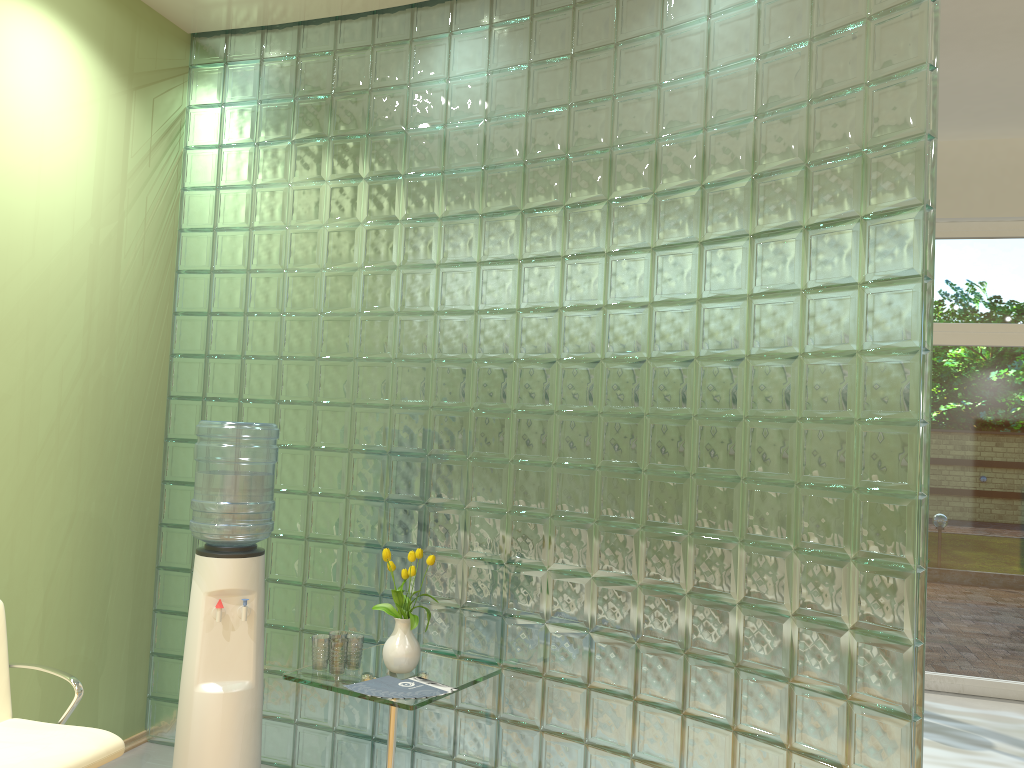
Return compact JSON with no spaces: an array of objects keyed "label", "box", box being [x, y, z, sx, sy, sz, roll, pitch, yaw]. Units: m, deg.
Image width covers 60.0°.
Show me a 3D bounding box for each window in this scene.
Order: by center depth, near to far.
[{"label":"window","box":[3.705,0.479,5.455,9.401,3.000,0.092,2,-3,16]}]

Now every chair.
[{"label":"chair","box":[-1.611,1.152,2.706,0.650,0.881,0.536,2,-3,21]}]

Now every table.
[{"label":"table","box":[-0.446,1.369,3.269,0.581,0.614,0.581,1,-3,30]}]

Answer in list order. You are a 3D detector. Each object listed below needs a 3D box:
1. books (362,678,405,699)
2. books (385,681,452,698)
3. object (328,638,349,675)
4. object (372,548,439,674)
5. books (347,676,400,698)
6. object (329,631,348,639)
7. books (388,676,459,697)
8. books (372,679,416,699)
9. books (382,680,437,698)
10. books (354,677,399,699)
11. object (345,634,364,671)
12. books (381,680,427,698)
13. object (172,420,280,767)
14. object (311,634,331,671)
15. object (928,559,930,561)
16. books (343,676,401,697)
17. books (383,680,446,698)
[{"label":"books","box":[-0.411,1.051,3.068,0.150,0.004,0.210,2,-3,11]},{"label":"books","box":[-0.326,1.056,3.090,0.150,0.004,0.210,5,-4,-39]},{"label":"object","box":[-0.633,0.991,3.221,0.072,0.119,0.071,2,-3,16]},{"label":"object","box":[-0.397,0.835,3.297,0.219,0.459,0.201,5,-4,-44]},{"label":"books","box":[-0.446,1.051,3.081,0.150,0.004,0.210,1,-3,31]},{"label":"object","box":[-0.657,0.995,3.335,0.072,0.119,0.071,2,-3,16]},{"label":"books","box":[-0.312,1.057,3.103,0.210,0.004,0.150,0,-4,41]},{"label":"books","box":[-0.393,1.052,3.067,0.150,0.004,0.210,3,-3,1]},{"label":"books","box":[-0.357,1.054,3.072,0.150,0.004,0.210,4,-3,-19]},{"label":"books","box":[-0.429,1.051,3.073,0.150,0.004,0.210,2,-3,21]},{"label":"object","box":[-0.588,0.997,3.292,0.072,0.119,0.071,2,-3,16]},{"label":"books","box":[-0.375,1.053,3.068,0.150,0.004,0.210,3,-3,-9]},{"label":"object","box":[-1.076,0.896,3.341,0.353,1.506,0.353,2,-3,23]},{"label":"object","box":[-0.705,0.990,3.266,0.072,0.119,0.071,2,-3,16]},{"label":"object","box":[2.107,1.203,5.176,0.503,1.376,0.590,3,-3,-4]},{"label":"books","box":[-0.460,1.050,3.092,0.150,0.004,0.210,0,-4,41]},{"label":"books","box":[-0.341,1.055,3.080,0.150,0.004,0.210,4,-3,-29]}]
